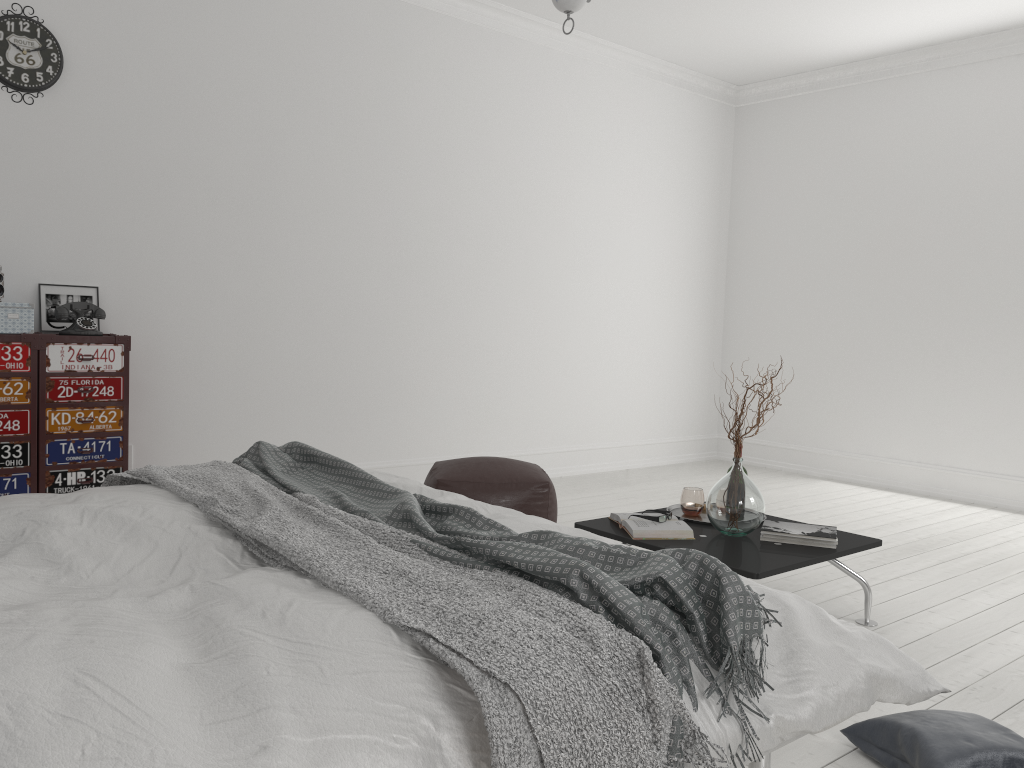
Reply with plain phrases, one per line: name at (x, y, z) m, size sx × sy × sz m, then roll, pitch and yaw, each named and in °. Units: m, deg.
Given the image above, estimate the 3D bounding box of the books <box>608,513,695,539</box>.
books at (0.516, 0.521, 3.316) m, size 0.231 × 0.040 × 0.342 m, roll 2°, pitch 4°, yaw -9°

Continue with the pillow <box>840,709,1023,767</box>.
pillow at (1.081, 0.887, 2.156) m, size 0.391 × 0.121 × 0.381 m, roll 2°, pitch 4°, yaw -10°

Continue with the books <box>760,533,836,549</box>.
books at (1.047, 0.559, 3.245) m, size 0.259 × 0.014 × 0.191 m, roll 4°, pitch 4°, yaw 19°

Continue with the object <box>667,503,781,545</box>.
object at (0.807, 0.559, 3.476) m, size 0.395 × 0.063 × 0.622 m, roll 3°, pitch 4°, yaw 8°

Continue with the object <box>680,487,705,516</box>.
object at (0.731, 0.476, 3.592) m, size 0.095 × 0.106 × 0.095 m, roll 0°, pitch 4°, yaw -29°

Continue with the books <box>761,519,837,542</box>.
books at (1.048, 0.532, 3.235) m, size 0.257 × 0.012 × 0.207 m, roll 4°, pitch 4°, yaw 20°

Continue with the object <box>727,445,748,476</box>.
object at (0.901, 0.387, 3.553) m, size 0.081 × 0.303 × 0.081 m, roll 1°, pitch 4°, yaw -24°

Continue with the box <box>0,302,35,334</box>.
box at (-2.229, -0.283, 3.745) m, size 0.332 × 0.131 × 0.242 m, roll -1°, pitch 5°, yaw -41°

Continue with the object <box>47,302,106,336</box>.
object at (-1.956, -0.293, 3.984) m, size 0.216 × 0.155 × 0.181 m, roll 2°, pitch 4°, yaw -11°

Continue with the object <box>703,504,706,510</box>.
object at (0.786, 0.513, 3.697) m, size 0.046 × 0.024 × 0.024 m, roll 2°, pitch 4°, yaw -11°

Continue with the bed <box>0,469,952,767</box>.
bed at (-0.692, 0.437, 1.923) m, size 2.473 × 0.926 × 2.217 m, roll -1°, pitch 5°, yaw -40°

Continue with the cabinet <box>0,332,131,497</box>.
cabinet at (-2.110, 0.244, 3.892) m, size 0.762 × 0.942 × 0.281 m, roll -1°, pitch 5°, yaw -41°

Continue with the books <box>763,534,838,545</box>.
books at (1.052, 0.545, 3.242) m, size 0.254 × 0.014 × 0.191 m, roll 3°, pitch 4°, yaw 17°

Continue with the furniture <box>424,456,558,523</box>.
furniture at (-0.111, 0.559, 4.185) m, size 0.646 × 0.423 × 0.646 m, roll 2°, pitch 4°, yaw -7°

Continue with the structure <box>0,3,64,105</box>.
structure at (-2.137, -1.447, 3.882) m, size 0.330 × 0.427 × 0.043 m, roll -1°, pitch 5°, yaw -41°

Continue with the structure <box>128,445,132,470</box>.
structure at (-1.881, 0.368, 4.307) m, size 0.070 × 0.140 × 0.009 m, roll -1°, pitch 5°, yaw -41°

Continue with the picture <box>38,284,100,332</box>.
picture at (-2.036, -0.346, 4.082) m, size 0.254 × 0.218 × 0.037 m, roll -1°, pitch 5°, yaw -41°

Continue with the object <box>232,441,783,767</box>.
object at (-0.210, 0.438, 2.351) m, size 0.536 × 0.377 × 2.154 m, roll -1°, pitch 5°, yaw -38°

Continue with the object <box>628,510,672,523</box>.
object at (0.521, 0.491, 3.315) m, size 0.135 × 0.030 × 0.141 m, roll 5°, pitch 5°, yaw 34°

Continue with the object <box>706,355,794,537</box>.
object at (0.869, 0.225, 3.243) m, size 0.291 × 0.666 × 0.313 m, roll 3°, pitch 4°, yaw 12°

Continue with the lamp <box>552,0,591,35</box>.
lamp at (0.185, -1.581, 2.555) m, size 0.528 × 1.123 × 0.594 m, roll -1°, pitch 5°, yaw -41°

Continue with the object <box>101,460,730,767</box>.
object at (-0.482, 0.549, 2.100) m, size 0.521 × 0.500 × 2.236 m, roll -1°, pitch 5°, yaw -38°

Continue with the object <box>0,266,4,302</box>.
object at (-2.213, -0.427, 3.749) m, size 0.117 × 0.157 × 0.121 m, roll 3°, pitch 4°, yaw 9°

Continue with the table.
table at (0.796, 0.707, 3.331) m, size 0.824 × 0.313 × 0.833 m, roll -1°, pitch 5°, yaw -41°
